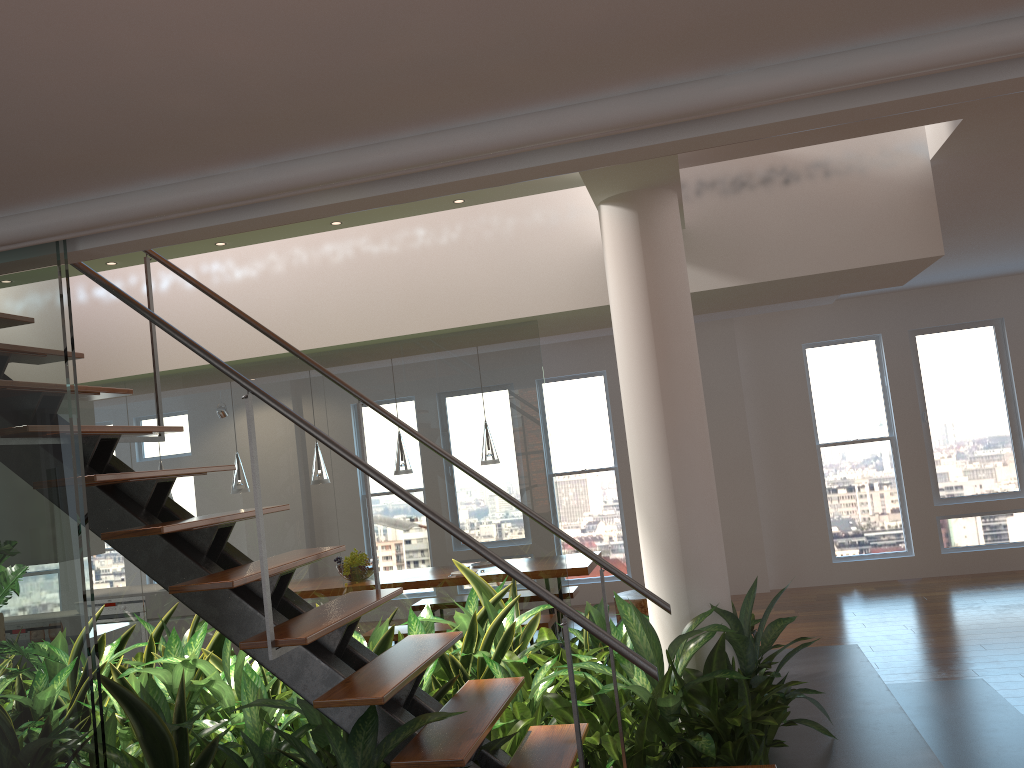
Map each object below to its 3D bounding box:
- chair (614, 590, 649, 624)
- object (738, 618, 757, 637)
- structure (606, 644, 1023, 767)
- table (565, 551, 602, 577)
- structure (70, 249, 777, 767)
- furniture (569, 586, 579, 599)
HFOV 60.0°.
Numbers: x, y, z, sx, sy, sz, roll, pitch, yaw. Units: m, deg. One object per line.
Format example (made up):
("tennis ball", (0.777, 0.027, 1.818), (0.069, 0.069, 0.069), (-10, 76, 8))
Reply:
("chair", (1.048, 1.834, 6.906), (0.460, 0.400, 0.460), (-8, -5, 22))
("object", (1.147, 1.201, 4.722), (0.318, 0.565, 0.134), (-3, -6, -42))
("structure", (-0.576, 1.799, 3.717), (5.584, 0.386, 3.088), (-8, -5, 12))
("table", (-2.212, 2.115, 7.607), (5.996, 0.704, 0.893), (-8, -5, 12))
("structure", (-1.504, -0.192, 3.807), (4.591, 4.265, 2.552), (-8, -5, 12))
("furniture", (-0.127, 2.045, 7.740), (1.433, 0.389, 0.316), (-8, -5, 12))
